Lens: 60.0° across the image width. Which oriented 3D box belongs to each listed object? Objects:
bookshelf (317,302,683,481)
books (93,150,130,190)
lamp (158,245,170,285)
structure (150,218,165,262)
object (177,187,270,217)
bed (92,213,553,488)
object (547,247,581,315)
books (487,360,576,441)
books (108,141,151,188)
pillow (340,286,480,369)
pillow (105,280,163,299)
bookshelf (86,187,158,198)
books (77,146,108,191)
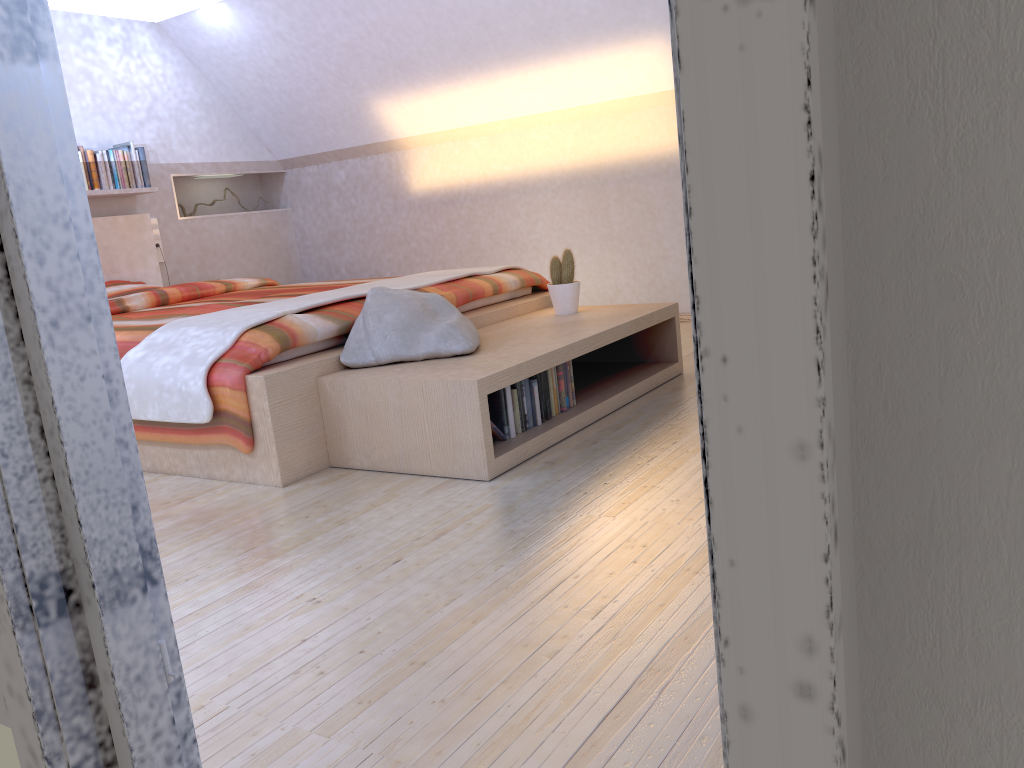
[{"bbox_3d":[0.050,-0.036,3.351,0.643,0.303,1.495,1,13,33],"label":"bookshelf"},{"bbox_3d":[-2.463,-1.293,5.394,0.200,0.231,0.159,1,13,33],"label":"books"},{"bbox_3d":[-1.057,-0.578,5.453,2.551,0.788,0.396,-1,12,24],"label":"lamp"},{"bbox_3d":[-2.332,-0.938,5.793,0.034,0.286,0.077,1,13,33],"label":"structure"},{"bbox_3d":[-2.081,-1.326,6.434,0.085,0.193,0.905,1,14,34],"label":"object"},{"bbox_3d":[-1.512,-0.397,4.289,3.009,0.994,2.087,1,13,33],"label":"bed"},{"bbox_3d":[0.220,-0.439,3.783,0.144,0.294,0.144,-13,13,-30],"label":"object"},{"bbox_3d":[-0.005,0.054,2.943,0.157,0.193,0.652,1,13,33],"label":"books"},{"bbox_3d":[-2.384,-1.352,5.512,0.200,0.281,0.145,1,13,33],"label":"books"},{"bbox_3d":[-0.360,-0.225,3.178,0.470,0.241,0.498,-7,11,-1],"label":"pillow"},{"bbox_3d":[-2.270,-0.529,5.274,0.497,0.188,0.566,1,14,34],"label":"pillow"},{"bbox_3d":[-2.557,-1.120,5.248,0.223,0.028,0.916,1,13,33],"label":"bookshelf"},{"bbox_3d":[-2.541,-1.274,5.267,0.209,0.260,0.140,1,13,33],"label":"books"}]
